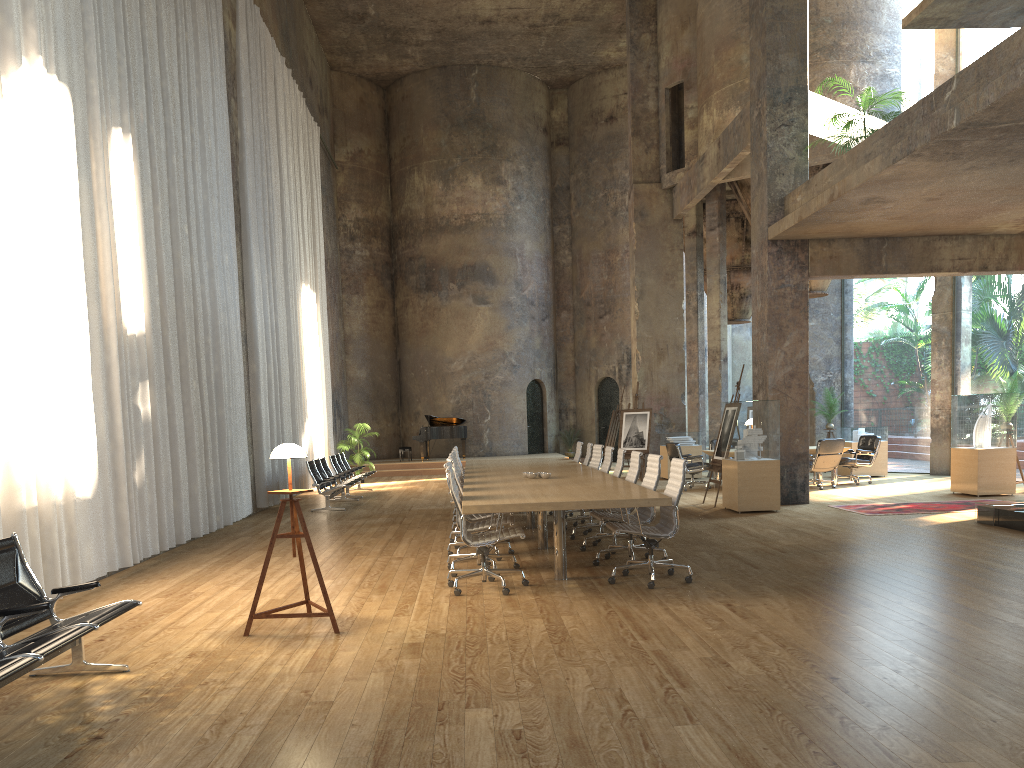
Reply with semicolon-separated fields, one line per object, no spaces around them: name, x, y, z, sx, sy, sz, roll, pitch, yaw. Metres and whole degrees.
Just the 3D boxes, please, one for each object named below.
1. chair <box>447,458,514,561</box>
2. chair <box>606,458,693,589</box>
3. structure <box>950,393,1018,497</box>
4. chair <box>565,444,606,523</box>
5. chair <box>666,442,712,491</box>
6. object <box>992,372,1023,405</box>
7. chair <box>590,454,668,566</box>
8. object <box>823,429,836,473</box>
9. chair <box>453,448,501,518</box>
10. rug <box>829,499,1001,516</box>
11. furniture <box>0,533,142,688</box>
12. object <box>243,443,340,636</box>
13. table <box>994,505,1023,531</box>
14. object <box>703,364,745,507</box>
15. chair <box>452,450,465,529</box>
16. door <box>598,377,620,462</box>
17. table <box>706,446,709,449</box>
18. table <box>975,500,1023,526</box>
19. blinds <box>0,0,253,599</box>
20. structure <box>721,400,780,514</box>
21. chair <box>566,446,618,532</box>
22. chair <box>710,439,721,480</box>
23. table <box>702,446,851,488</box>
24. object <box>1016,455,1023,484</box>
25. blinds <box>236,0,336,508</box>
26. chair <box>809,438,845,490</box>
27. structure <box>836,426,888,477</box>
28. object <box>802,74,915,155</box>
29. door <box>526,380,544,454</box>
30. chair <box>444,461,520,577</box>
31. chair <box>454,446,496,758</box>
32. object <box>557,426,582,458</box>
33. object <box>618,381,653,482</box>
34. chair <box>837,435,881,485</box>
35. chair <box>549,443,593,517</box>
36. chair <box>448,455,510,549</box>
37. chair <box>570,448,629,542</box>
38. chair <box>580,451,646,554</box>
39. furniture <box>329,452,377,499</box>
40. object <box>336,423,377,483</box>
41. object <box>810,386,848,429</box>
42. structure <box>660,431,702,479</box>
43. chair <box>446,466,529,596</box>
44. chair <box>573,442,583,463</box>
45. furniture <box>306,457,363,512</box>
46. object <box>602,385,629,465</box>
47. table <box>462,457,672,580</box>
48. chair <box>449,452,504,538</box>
chair;-0.336;1.265;9.001;0.699;1.035;0.660;-2;3;-3
chair;1.136;1.145;7.338;0.699;1.035;0.660;-2;3;3
structure;7.237;0.931;13.502;0.594;1.562;0.736;-2;4;-3
chair;0.919;1.342;11.894;0.699;1.035;0.660;-2;3;-3
chair;3.288;1.505;16.166;0.820;0.901;0.725;-2;2;-6
object;7.827;0.266;13.947;0.687;0.948;0.854;-3;2;-12
chair;1.092;1.186;8.282;0.699;1.035;0.660;-2;3;1
object;6.952;1.456;18.950;0.570;0.981;0.653;0;4;33
chair;-0.525;1.421;12.612;0.699;1.035;0.660;-2;3;1
rug;5.805;1.690;12.086;2.461;0.009;1.339;-2;-2;-3
furniture;-2.465;1.229;4.209;0.708;0.848;1.861;-2;-1;-3
object;-1.423;1.050;5.997;0.570;1.309;0.652;0;4;30
table;5.923;1.500;9.849;0.790;0.204;1.104;-2;-2;-3
object;3.290;0.783;13.274;0.684;2.167;0.694;-2;5;-4
chair;-0.479;1.382;11.699;0.699;1.035;0.660;-2;3;3
door;3.029;1.095;27.080;0.901;2.656;0.110;2;6;39
table;4.366;1.900;22.421;1.870;0.551;0.936;-2;0;-3
table;5.904;1.494;10.214;0.859;0.249;0.368;-2;0;-3
blinds;-3.995;-2.485;9.484;0.275;8.721;7.774;-2;2;-2
structure;3.364;1.018;12.412;0.594;1.562;0.736;-2;4;-3
chair;0.959;1.302;10.966;0.699;1.035;0.660;-2;3;3
chair;4.200;1.507;16.956;0.730;0.900;0.815;-2;2;4
table;4.843;1.550;16.233;2.409;0.706;1.098;-2;0;-3
object;7.798;1.223;14.026;0.655;0.981;0.569;-4;4;-38
blinds;-4.415;-2.113;18.086;0.275;8.721;7.774;-2;2;-2
chair;5.382;1.409;15.561;0.727;0.900;0.818;-3;2;-29
structure;7.141;1.386;17.950;0.735;1.024;0.738;-2;3;-3
object;4.809;-3.234;12.042;1.402;1.826;1.345;-2;3;3
door;0.663;1.004;26.968;0.896;2.318;0.091;-6;7;-44
chair;-0.294;1.228;8.148;0.699;1.035;0.660;-2;3;6
chair;2.267;1.375;13.624;12.946;1.040;31.334;-2;-2;-3
object;1.846;1.816;27.511;0.912;1.000;0.900;-2;2;9
object;2.582;1.017;18.306;0.701;2.167;0.678;1;5;29
chair;6.327;1.407;16.289;0.820;0.901;0.725;-2;2;-8
chair;0.869;1.379;12.746;0.699;1.035;0.660;-2;3;6
chair;-0.392;1.305;9.928;0.699;1.035;0.660;-2;3;3
chair;0.999;1.264;10.089;0.699;1.035;0.660;-2;3;6
chair;1.045;1.226;9.195;0.699;1.035;0.660;-2;3;3
furniture;-3.182;1.816;17.753;0.708;0.848;1.861;-2;-1;-3
object;-3.721;1.673;21.218;1.090;1.470;1.122;-2;3;-12
object;6.760;0.510;18.933;0.858;0.949;0.683;-2;3;0
structure;3.666;1.552;19.101;0.743;1.024;0.730;-2;3;-3
chair;-0.223;1.190;7.290;0.699;1.035;0.660;-2;3;3
chair;0.792;1.417;13.604;0.699;1.035;0.660;-2;3;3
furniture;-3.066;1.713;15.377;0.708;0.848;1.861;-2;-1;-3
object;2.384;1.101;20.181;0.684;2.167;0.694;0;5;23
table;0.247;1.439;10.526;1.600;0.764;7.673;-2;-2;-3
chair;-0.432;1.343;10.805;0.699;1.035;0.660;-2;3;6
